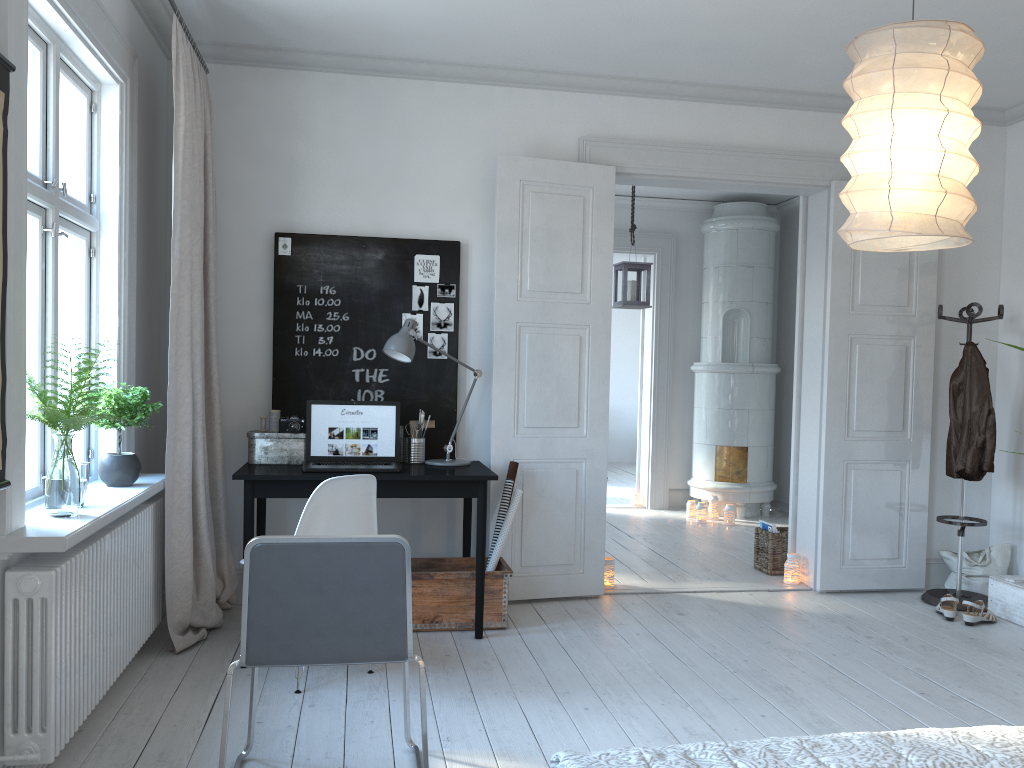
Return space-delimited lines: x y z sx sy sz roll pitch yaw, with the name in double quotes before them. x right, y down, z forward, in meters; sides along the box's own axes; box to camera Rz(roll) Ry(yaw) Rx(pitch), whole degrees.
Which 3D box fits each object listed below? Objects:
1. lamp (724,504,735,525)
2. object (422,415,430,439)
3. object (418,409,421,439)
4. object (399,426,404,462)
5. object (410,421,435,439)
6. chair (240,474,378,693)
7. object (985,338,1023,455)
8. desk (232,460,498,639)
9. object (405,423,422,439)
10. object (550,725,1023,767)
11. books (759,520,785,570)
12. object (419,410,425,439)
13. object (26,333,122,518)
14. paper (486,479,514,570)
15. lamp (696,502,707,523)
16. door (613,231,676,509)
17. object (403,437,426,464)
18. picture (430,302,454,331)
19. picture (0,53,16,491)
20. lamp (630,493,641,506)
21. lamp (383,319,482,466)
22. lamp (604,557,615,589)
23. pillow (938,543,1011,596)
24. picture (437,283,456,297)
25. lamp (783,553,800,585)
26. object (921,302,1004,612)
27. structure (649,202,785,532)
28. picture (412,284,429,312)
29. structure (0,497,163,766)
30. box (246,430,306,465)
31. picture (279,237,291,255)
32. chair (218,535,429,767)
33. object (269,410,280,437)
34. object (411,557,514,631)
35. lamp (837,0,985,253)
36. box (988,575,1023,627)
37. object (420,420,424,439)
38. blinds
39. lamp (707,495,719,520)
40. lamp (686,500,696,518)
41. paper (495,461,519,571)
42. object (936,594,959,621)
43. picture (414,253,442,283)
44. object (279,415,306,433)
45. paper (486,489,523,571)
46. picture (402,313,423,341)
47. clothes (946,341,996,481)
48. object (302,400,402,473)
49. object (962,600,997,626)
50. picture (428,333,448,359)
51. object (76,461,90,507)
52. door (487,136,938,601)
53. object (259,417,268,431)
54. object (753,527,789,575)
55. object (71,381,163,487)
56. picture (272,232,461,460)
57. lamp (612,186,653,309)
"lamp" 1.805 1.083 7.352 0.089 0.166 0.089 1 2 -11
"object" -0.449 0.278 4.462 0.084 0.240 0.009 0 2 -33
"object" -0.470 0.261 4.473 0.008 0.268 0.060 2 2 7
"object" -0.591 0.307 4.511 0.079 0.188 0.079 0 2 -31
"object" -0.453 0.291 4.516 0.138 0.209 0.034 0 2 -30
"chair" -0.803 0.750 3.578 0.474 0.824 0.554 0 2 -45
"object" 2.672 0.462 3.975 1.043 1.555 0.288 2 2 20
"desk" -0.697 0.776 4.246 1.159 0.759 0.650 1 1 -10
"object" -0.502 0.294 4.464 0.081 0.198 0.050 2 2 15
"object" 0.791 0.670 1.531 1.460 0.104 0.404 1 1 -10
"books" 1.702 1.026 5.641 0.201 0.300 0.179 1 2 -10
"object" -0.466 0.264 4.474 0.012 0.264 0.062 3 2 32
"object" -1.402 0.127 2.732 0.414 0.565 0.305 2 2 24
"paper" -0.085 0.816 4.445 0.043 0.669 0.266 3 2 35
"lamp" 1.588 1.076 7.429 0.089 0.166 0.089 1 2 -8
"door" 0.611 -0.124 8.073 2.599 2.507 0.577 1 2 -10
"object" -0.491 0.335 4.457 0.108 0.128 0.108 2 1 5
"picture" -0.367 -0.355 4.661 0.121 0.153 0.002 1 2 -10
"picture" -1.290 -0.366 1.988 0.057 1.314 0.792 1 2 -10
"lamp" 1.147 1.073 8.225 0.093 0.110 0.093 2 2 7
"lamp" -0.387 0.046 4.396 0.617 0.716 0.230 0 2 -39
"lamp" 0.540 1.077 5.058 0.089 0.166 0.089 1 2 -17
"pillow" 2.693 1.064 5.149 0.317 0.314 0.272 1 1 -9
"picture" -0.345 -0.493 4.661 0.095 0.071 0.001 1 2 -10
"lamp" 1.663 1.097 5.266 0.093 0.180 0.093 1 2 -27
"object" 2.507 0.391 4.914 0.374 1.659 0.374 1 2 -2
"structure" 1.870 -0.168 7.740 0.800 2.829 1.247 3 2 35
"picture" -0.479 -0.449 4.639 0.083 0.146 0.002 1 2 -10
"structure" -1.492 0.774 3.143 0.195 0.547 1.505 1 1 -10
"box" -1.127 0.309 4.329 0.317 0.152 0.193 1 1 -10
"picture" -1.156 -0.701 4.512 0.061 0.088 0.004 1 2 -13
"chair" -0.527 0.786 2.561 0.562 0.798 0.524 1 2 -10
"object" -1.155 0.194 4.295 0.056 0.130 0.167 1 1 -11
"object" -0.352 1.021 4.316 0.665 0.282 0.339 1 1 -10
"lamp" 1.051 -0.979 2.317 0.338 1.232 0.340 2 2 21
"box" 2.768 1.125 4.457 0.376 0.218 0.641 1 1 -10
"object" -0.462 0.287 4.465 0.009 0.222 0.082 2 2 19
"blinds" -1.388 -0.184 4.026 0.225 2.649 0.830 1 2 -10
"lamp" 1.722 1.055 7.586 0.098 0.210 0.098 1 2 -5
"lamp" 1.549 1.082 7.657 0.084 0.146 0.084 1 2 -5
"paper" -0.069 0.773 4.517 0.048 0.747 0.297 3 2 35
"object" 2.295 1.158 4.677 0.099 0.126 0.272 2 1 23
"picture" -0.442 -0.609 4.639 0.147 0.154 0.004 1 2 -10
"object" -1.050 0.192 4.245 0.137 0.087 0.073 1 2 -10
"paper" -0.075 0.835 4.387 0.283 0.627 0.041 0 2 -32
"picture" -0.520 -0.298 4.636 0.107 0.150 0.001 1 2 -10
"clothes" 2.507 0.152 4.834 0.237 0.770 0.211 2 2 23
"object" -0.740 0.241 4.131 0.445 0.315 0.325 1 1 -10
"object" 2.409 1.162 4.554 0.272 0.126 0.099 1 2 -37
"picture" -0.391 -0.202 4.663 0.103 0.136 0.001 1 2 -10
"object" -1.444 0.333 2.919 0.097 0.146 0.097 1 2 -4
"door" 1.128 -0.066 5.105 2.599 2.507 0.577 1 2 -10
"object" -1.220 0.196 4.351 0.040 0.069 0.040 1 2 -22
"object" 1.714 1.059 5.643 0.270 0.265 0.223 1 2 -10
"object" -1.533 0.192 3.442 0.271 0.407 0.309 3 2 40
"picture" -0.757 -0.178 4.631 0.953 1.173 0.064 1 2 -10
"lamp" 0.882 -1.430 6.375 0.228 1.763 0.228 1 2 -13
